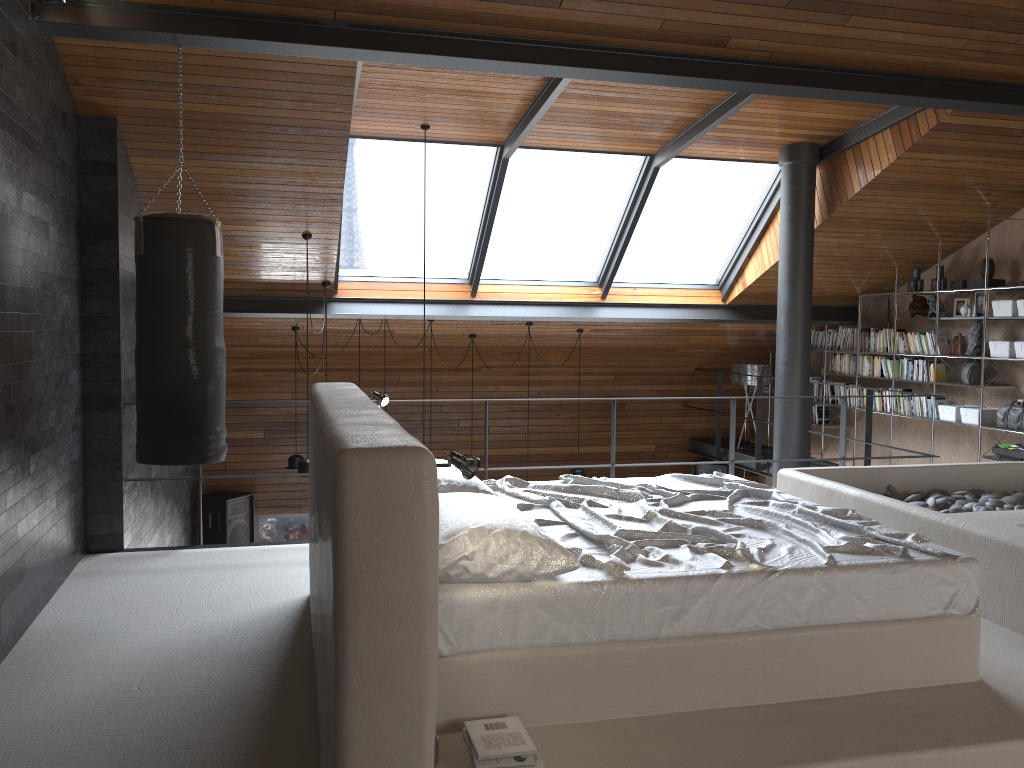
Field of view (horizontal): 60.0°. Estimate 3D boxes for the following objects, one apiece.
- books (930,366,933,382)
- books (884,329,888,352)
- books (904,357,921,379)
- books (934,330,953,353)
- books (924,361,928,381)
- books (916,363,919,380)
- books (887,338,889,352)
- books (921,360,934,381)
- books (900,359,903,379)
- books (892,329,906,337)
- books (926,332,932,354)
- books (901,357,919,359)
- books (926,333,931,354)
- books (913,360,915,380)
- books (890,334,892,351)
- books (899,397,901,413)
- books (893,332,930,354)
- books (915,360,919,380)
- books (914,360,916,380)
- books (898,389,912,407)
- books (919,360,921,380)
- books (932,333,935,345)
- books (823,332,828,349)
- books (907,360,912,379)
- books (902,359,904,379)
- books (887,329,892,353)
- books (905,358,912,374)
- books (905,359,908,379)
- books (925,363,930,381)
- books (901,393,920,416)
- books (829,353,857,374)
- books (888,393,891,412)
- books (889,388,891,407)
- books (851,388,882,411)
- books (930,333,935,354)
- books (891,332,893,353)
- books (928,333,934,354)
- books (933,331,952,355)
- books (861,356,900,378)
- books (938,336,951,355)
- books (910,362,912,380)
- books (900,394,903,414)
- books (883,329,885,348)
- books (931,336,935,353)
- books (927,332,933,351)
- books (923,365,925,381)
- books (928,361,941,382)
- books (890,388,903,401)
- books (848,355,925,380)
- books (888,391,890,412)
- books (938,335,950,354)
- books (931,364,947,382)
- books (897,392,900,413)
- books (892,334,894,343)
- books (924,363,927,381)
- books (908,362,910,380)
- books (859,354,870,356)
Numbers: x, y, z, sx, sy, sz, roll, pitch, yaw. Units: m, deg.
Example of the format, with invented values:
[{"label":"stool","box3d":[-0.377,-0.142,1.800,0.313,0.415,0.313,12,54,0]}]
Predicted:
[{"label":"books","box3d":[3.897,-0.095,8.125,0.131,0.147,0.045,0,4,-14]},{"label":"books","box3d":[3.724,-0.425,8.711,0.148,0.233,0.053,0,4,-14]},{"label":"books","box3d":[3.839,-0.150,8.497,0.191,0.207,0.012,0,4,-14]},{"label":"books","box3d":[3.931,-0.384,8.058,0.177,0.209,0.082,0,4,-14]},{"label":"books","box3d":[3.882,-0.123,8.222,0.129,0.188,0.010,0,4,-14]},{"label":"books","box3d":[3.855,-0.115,8.306,0.143,0.161,0.019,0,4,-14]},{"label":"books","box3d":[3.745,-0.407,8.694,0.139,0.201,0.057,0,4,-14]},{"label":"books","box3d":[3.875,-0.126,8.257,0.148,0.190,0.013,0,4,-14]},{"label":"books","box3d":[3.799,-0.144,8.531,0.148,0.190,0.013,0,4,-14]},{"label":"books","box3d":[3.775,-0.420,8.637,0.148,0.233,0.053,0,4,-14]},{"label":"books","box3d":[3.902,-0.377,8.148,0.164,0.209,0.084,0,4,-14]},{"label":"books","box3d":[3.833,-0.154,8.550,0.207,0.207,0.010,0,4,-14]},{"label":"books","box3d":[3.883,-0.369,8.153,0.127,0.192,0.079,0,4,-14]},{"label":"books","box3d":[3.844,-0.132,8.360,0.129,0.188,0.010,0,4,-14]},{"label":"books","box3d":[3.756,-0.395,8.654,0.131,0.180,0.042,0,4,-14]},{"label":"books","box3d":[3.786,0.192,8.535,0.131,0.180,0.042,0,4,-14]},{"label":"books","box3d":[3.810,-0.387,8.370,0.139,0.206,0.497,0,4,-14]},{"label":"books","box3d":[3.853,-0.130,8.320,0.148,0.190,0.013,0,4,-14]},{"label":"books","box3d":[3.845,-0.131,8.331,0.148,0.190,0.013,0,4,-14]},{"label":"books","box3d":[3.799,0.165,8.554,0.148,0.233,0.053,0,4,-14]},{"label":"books","box3d":[3.871,-0.131,8.288,0.146,0.195,0.023,0,4,-14]},{"label":"books","box3d":[3.903,-0.366,8.075,0.125,0.200,0.088,0,4,-14]},{"label":"books","box3d":[3.479,-0.472,9.715,0.111,0.194,0.059,0,4,-14]},{"label":"books","box3d":[3.833,-0.137,8.442,0.160,0.187,0.021,0,4,-14]},{"label":"books","box3d":[3.822,-0.142,8.508,0.169,0.189,0.018,0,4,-14]},{"label":"books","box3d":[3.737,-0.422,8.664,0.148,0.233,0.053,0,4,-14]},{"label":"books","box3d":[3.846,-0.148,8.487,0.192,0.204,0.012,0,4,-14]},{"label":"books","box3d":[3.826,-0.140,8.471,0.148,0.190,0.013,0,4,-14]},{"label":"books","box3d":[3.884,-0.109,8.182,0.148,0.167,0.053,0,4,-14]},{"label":"books","box3d":[3.828,0.191,8.401,0.136,0.210,0.273,0,4,-14]},{"label":"books","box3d":[3.542,-0.219,9.473,0.130,0.216,0.311,0,4,-14]},{"label":"books","box3d":[3.752,0.178,8.677,0.138,0.191,0.049,0,4,-14]},{"label":"books","box3d":[3.758,0.156,8.661,0.143,0.236,0.062,0,4,-14]},{"label":"books","box3d":[3.648,0.149,9.028,0.139,0.211,0.467,0,4,-14]},{"label":"books","box3d":[3.892,-0.365,8.102,0.127,0.192,0.079,0,4,-14]},{"label":"books","box3d":[3.765,-0.407,8.645,0.149,0.205,0.049,0,4,-14]},{"label":"books","box3d":[3.882,-0.366,8.111,0.127,0.192,0.079,0,4,-14]},{"label":"books","box3d":[3.917,-0.373,8.062,0.161,0.215,0.092,0,4,-14]},{"label":"books","box3d":[3.694,-0.171,8.840,0.139,0.208,0.494,0,4,-14]},{"label":"books","box3d":[3.900,-0.349,8.026,0.112,0.169,0.068,0,4,-14]},{"label":"books","box3d":[3.837,-0.126,8.404,0.146,0.171,0.018,0,4,-14]},{"label":"books","box3d":[3.798,0.182,8.524,0.137,0.201,0.047,0,4,-14]},{"label":"books","box3d":[3.734,-0.428,8.744,0.143,0.236,0.062,0,4,-14]},{"label":"books","box3d":[3.891,-0.350,8.085,0.119,0.166,0.072,0,4,-14]},{"label":"books","box3d":[3.905,-0.376,8.139,0.170,0.209,0.082,0,4,-15]},{"label":"books","box3d":[3.875,-0.101,8.233,0.128,0.143,0.009,0,4,-14]},{"label":"books","box3d":[3.885,-0.116,8.138,0.129,0.186,0.050,0,4,-14]},{"label":"books","box3d":[3.748,0.159,8.627,0.148,0.233,0.053,0,4,-14]},{"label":"books","box3d":[3.708,-0.177,8.866,0.138,0.212,1.041,0,4,-14]},{"label":"books","box3d":[3.750,0.165,8.692,0.137,0.216,0.049,0,4,-14]},{"label":"books","box3d":[3.903,-0.353,8.038,0.117,0.176,0.074,0,4,-14]},{"label":"books","box3d":[3.903,-0.103,8.110,0.129,0.165,0.056,0,4,-14]},{"label":"books","box3d":[3.789,0.178,8.562,0.149,0.205,0.049,0,4,-14]},{"label":"books","box3d":[3.763,-0.393,8.618,0.131,0.180,0.042,0,4,-14]},{"label":"books","box3d":[3.873,-0.110,8.193,0.130,0.167,0.046,0,4,-14]},{"label":"books","box3d":[3.822,-0.125,8.414,0.130,0.169,0.010,0,4,-14]},{"label":"books","box3d":[3.642,-0.202,9.197,0.143,0.218,0.020,0,4,-14]}]
